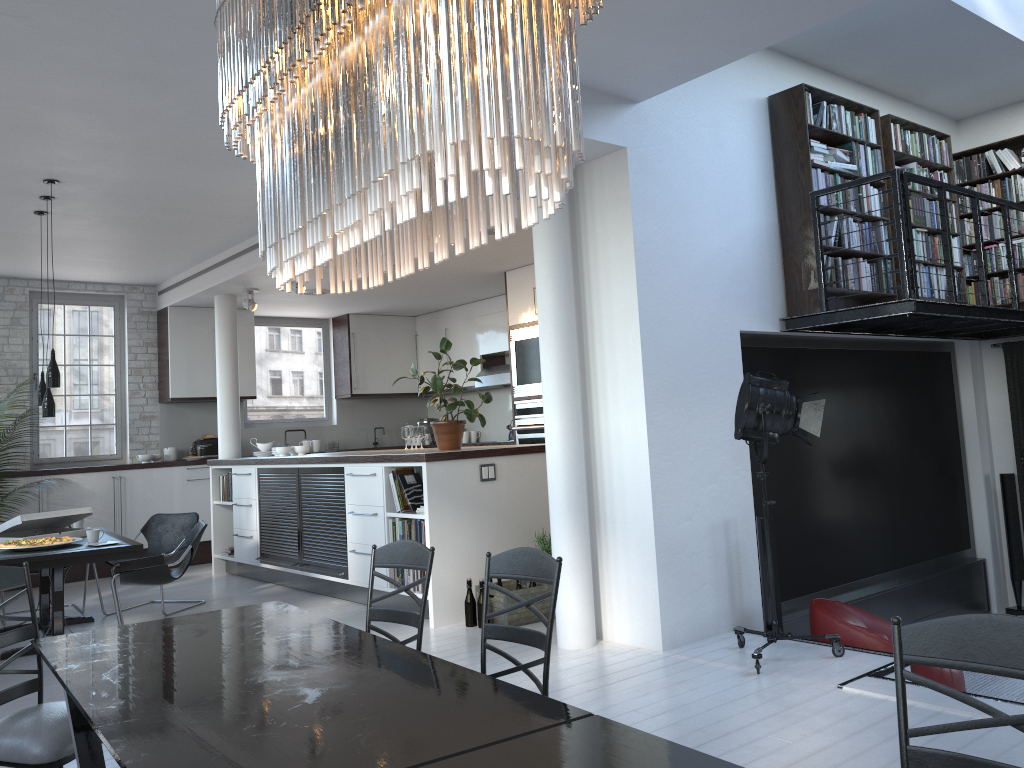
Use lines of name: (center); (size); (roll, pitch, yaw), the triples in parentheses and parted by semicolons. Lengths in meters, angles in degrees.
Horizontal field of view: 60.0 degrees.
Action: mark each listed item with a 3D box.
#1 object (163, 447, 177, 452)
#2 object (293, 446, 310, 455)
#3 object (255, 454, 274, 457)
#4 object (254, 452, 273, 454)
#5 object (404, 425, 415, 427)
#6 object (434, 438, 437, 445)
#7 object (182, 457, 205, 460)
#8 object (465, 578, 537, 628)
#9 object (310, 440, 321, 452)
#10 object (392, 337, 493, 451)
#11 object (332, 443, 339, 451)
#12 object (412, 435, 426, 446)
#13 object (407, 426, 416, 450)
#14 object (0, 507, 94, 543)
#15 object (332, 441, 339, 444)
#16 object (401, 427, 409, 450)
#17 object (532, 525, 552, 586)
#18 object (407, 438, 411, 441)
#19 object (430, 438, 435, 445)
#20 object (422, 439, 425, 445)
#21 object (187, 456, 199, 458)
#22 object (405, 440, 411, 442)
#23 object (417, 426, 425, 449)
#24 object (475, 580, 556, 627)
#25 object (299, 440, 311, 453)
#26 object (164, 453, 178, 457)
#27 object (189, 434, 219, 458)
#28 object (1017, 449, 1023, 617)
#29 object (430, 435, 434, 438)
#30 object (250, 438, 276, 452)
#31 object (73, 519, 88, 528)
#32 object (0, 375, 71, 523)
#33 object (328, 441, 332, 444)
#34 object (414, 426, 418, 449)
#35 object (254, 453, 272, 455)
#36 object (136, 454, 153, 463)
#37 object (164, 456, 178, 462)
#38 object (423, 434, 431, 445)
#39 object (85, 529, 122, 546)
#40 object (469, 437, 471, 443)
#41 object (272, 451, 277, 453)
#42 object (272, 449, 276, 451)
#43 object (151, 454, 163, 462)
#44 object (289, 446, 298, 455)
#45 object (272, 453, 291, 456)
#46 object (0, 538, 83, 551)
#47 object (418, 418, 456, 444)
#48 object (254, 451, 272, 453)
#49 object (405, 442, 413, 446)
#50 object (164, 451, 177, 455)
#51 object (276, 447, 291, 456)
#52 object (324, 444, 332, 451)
object: (-4.036, 0.787, 10.469); (0.153, 0.075, 0.152); (-4, -4, 18)
object: (-2.148, 0.679, 9.055); (0.157, 0.093, 0.156); (-2, -4, -24)
object: (-2.662, 0.772, 9.581); (0.261, 0.028, 0.261); (-6, -4, 40)
object: (-2.663, 0.757, 9.582); (0.262, 0.028, 0.261); (-2, -3, -15)
object: (-1.453, 0.620, 12.531); (0.153, 0.070, 0.152); (-4, -3, 7)
object: (-1.009, 0.775, 12.054); (0.094, 0.098, 0.093); (-2, -5, -22)
object: (-3.698, 0.871, 10.313); (0.261, 0.028, 0.261); (-6, -4, 38)
object: (-0.058, 1.497, 6.183); (0.556, 0.325, 0.288); (-3, -4, -12)
object: (-2.486, 0.788, 11.255); (0.109, 0.152, 0.138); (-4, -4, 11)
object: (-0.536, 0.076, 7.025); (0.774, 0.894, 0.436); (-5, -5, 19)
object: (-2.310, 0.826, 11.610); (0.094, 0.098, 0.093); (-2, -5, -22)
object: (-1.309, 0.776, 12.292); (0.134, 0.152, 0.249); (0, -5, -37)
object: (-0.954, 0.514, 8.415); (0.082, 0.224, 0.082); (-8, -7, 42)
object: (-3.643, 1.084, 6.805); (0.586, 0.216, 0.590); (-5, -4, 30)
object: (-2.312, 0.797, 11.613); (0.094, 0.098, 0.093); (-2, -5, -22)
object: (-1.018, 0.522, 8.495); (0.082, 0.224, 0.082); (-3, -5, -2)
object: (0.299, 1.346, 6.503); (0.344, 0.623, 0.211); (-5, -5, 19)
object: (-1.435, 0.778, 12.518); (0.153, 0.063, 0.152); (-3, -3, -10)
object: (-1.074, 0.783, 12.135); (0.094, 0.098, 0.093); (-2, -5, -22)
object: (-1.242, 0.779, 12.420); (0.109, 0.152, 0.138); (-4, -4, 14)
object: (-3.706, 0.855, 10.313); (0.138, 0.044, 0.136); (-4, -3, 13)
object: (-1.434, 0.808, 12.516); (0.154, 0.074, 0.152); (-1, -4, -36)
object: (-0.866, 0.511, 8.453); (0.082, 0.224, 0.082); (2, -7, -45)
object: (0.040, 1.533, 6.255); (0.455, 0.249, 0.388); (-1, -4, -34)
object: (-2.614, 0.796, 11.255); (0.138, 0.152, 0.108); (1, -6, -44)
object: (-4.030, 0.849, 10.463); (0.154, 0.074, 0.152); (-1, -4, -36)
object: (-3.658, 0.753, 10.650); (0.414, 0.292, 0.277); (0, -5, -39)
object: (5.282, 1.104, 6.497); (2.899, 1.583, 0.752); (-6, -5, 35)
object: (-1.075, 0.753, 12.140); (0.094, 0.098, 0.093); (-2, -5, -22)
object: (-2.693, 0.664, 9.586); (0.269, 0.174, 0.130); (-3, -5, -10)
object: (-3.595, 1.169, 7.350); (0.204, 0.099, 0.175); (-1, -4, -34)
object: (-5.408, 0.797, 8.303); (1.921, 2.631, 2.393); (-4, -4, 9)
object: (-2.377, 0.805, 11.693); (0.094, 0.098, 0.094); (-6, -5, 34)
object: (-0.926, 0.518, 8.523); (0.082, 0.224, 0.082); (-8, -7, 41)
object: (-2.662, 0.764, 9.582); (0.262, 0.028, 0.261); (-2, -3, -15)
object: (-4.168, 0.852, 10.082); (0.156, 0.093, 0.156); (0, -5, -40)
object: (-4.027, 0.884, 10.463); (0.153, 0.056, 0.153); (-4, -3, 4)
object: (-1.168, 0.768, 12.297); (0.109, 0.152, 0.138); (0, -6, -40)
object: (-2.855, 1.064, 6.144); (0.301, 0.097, 0.175); (-6, -5, 41)
object: (-0.600, 0.721, 12.031); (0.138, 0.152, 0.108); (-5, -5, 23)
object: (-2.424, 0.724, 9.383); (0.235, 0.041, 0.235); (-1, -4, -40)
object: (-2.425, 0.707, 9.385); (0.235, 0.041, 0.235); (-6, -4, 43)
object: (-4.119, 0.858, 10.241); (0.156, 0.093, 0.156); (-6, -4, 31)
object: (-2.258, 0.693, 9.191); (0.156, 0.093, 0.156); (-6, -5, 37)
object: (-2.423, 0.742, 9.382); (0.235, 0.041, 0.235); (0, -4, -44)
object: (-3.259, 1.117, 6.126); (0.532, 0.042, 0.531); (-1, -4, -42)
object: (-0.992, 0.652, 12.425); (0.243, 0.375, 0.872); (1, -5, -43)
object: (-2.664, 0.742, 9.584); (0.261, 0.028, 0.261); (-6, -4, 38)
object: (-1.431, 0.844, 12.516); (0.153, 0.056, 0.153); (-4, -3, 4)
object: (-4.032, 0.819, 10.465); (0.153, 0.063, 0.152); (-3, -3, -10)
object: (-2.321, 0.687, 9.010); (0.156, 0.093, 0.156); (0, -5, -39)
object: (-2.395, 0.828, 11.546); (0.094, 0.098, 0.094); (-6, -5, 34)
